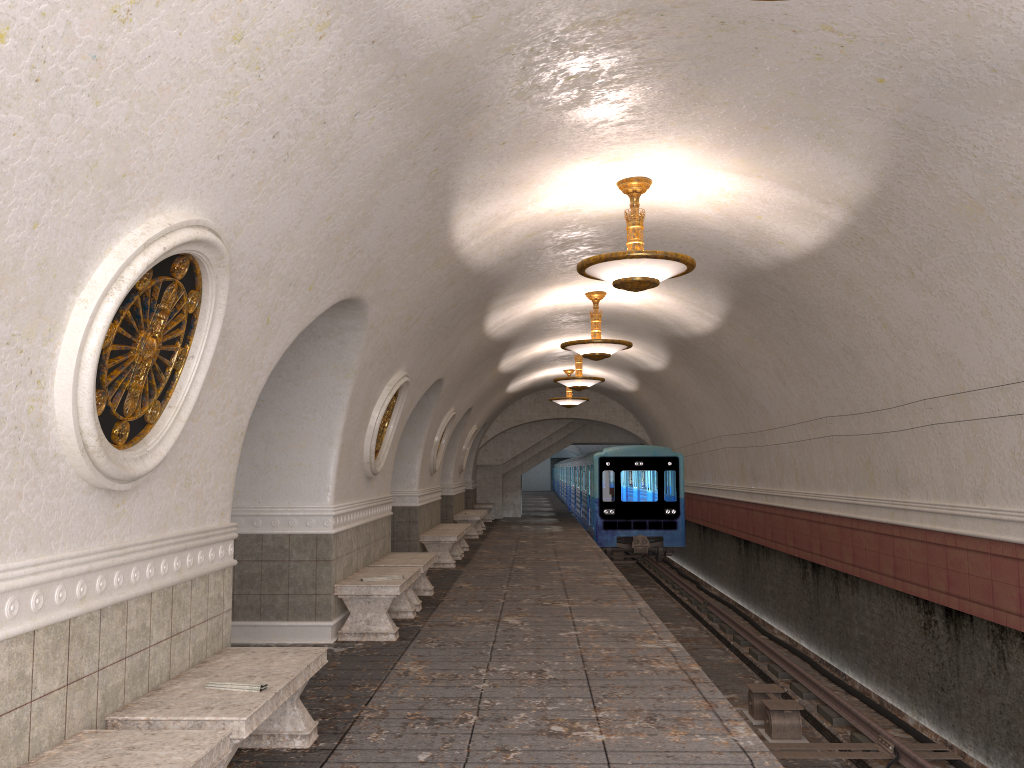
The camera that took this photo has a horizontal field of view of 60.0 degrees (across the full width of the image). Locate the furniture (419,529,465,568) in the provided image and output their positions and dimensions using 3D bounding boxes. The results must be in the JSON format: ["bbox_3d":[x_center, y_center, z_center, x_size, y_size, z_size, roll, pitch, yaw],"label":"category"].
[{"bbox_3d":[-1.153,2.732,14.791,0.613,0.508,1.509,0,-6,1],"label":"furniture"}]

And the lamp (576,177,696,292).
[{"bbox_3d":[1.055,-1.256,7.594,1.008,0.955,1.008,1,-6,-14],"label":"lamp"}]

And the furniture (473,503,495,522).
[{"bbox_3d":[-0.844,3.906,26.996,0.613,0.508,1.509,0,-6,1],"label":"furniture"}]

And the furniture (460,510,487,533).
[{"bbox_3d":[-0.960,3.464,22.398,0.613,0.508,1.509,0,-6,1],"label":"furniture"}]

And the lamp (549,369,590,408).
[{"bbox_3d":[1.420,0.131,22.011,1.008,0.955,1.008,5,-7,-42],"label":"lamp"}]

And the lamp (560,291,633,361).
[{"bbox_3d":[1.176,-0.794,12.400,1.008,0.955,1.008,-2,-6,17],"label":"lamp"}]

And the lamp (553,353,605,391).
[{"bbox_3d":[1.298,-0.332,17.205,1.008,0.955,1.008,-2,-6,17],"label":"lamp"}]

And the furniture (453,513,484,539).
[{"bbox_3d":[-1.003,3.303,20.724,0.613,0.508,1.509,0,-6,1],"label":"furniture"}]

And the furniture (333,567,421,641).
[{"bbox_3d":[-1.304,2.156,8.800,0.613,0.508,1.509,0,-6,1],"label":"furniture"}]

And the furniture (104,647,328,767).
[{"bbox_3d":[-1.413,1.741,4.493,0.613,0.508,1.509,0,-6,1],"label":"furniture"}]

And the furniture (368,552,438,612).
[{"bbox_3d":[-1.262,2.317,10.473,0.613,0.508,1.509,0,-6,1],"label":"furniture"}]

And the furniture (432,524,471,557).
[{"bbox_3d":[-1.110,2.893,16.464,0.613,0.508,1.509,0,-6,1],"label":"furniture"}]

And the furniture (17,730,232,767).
[{"bbox_3d":[-1.456,1.581,2.820,0.613,0.508,1.509,0,-6,1],"label":"furniture"}]
